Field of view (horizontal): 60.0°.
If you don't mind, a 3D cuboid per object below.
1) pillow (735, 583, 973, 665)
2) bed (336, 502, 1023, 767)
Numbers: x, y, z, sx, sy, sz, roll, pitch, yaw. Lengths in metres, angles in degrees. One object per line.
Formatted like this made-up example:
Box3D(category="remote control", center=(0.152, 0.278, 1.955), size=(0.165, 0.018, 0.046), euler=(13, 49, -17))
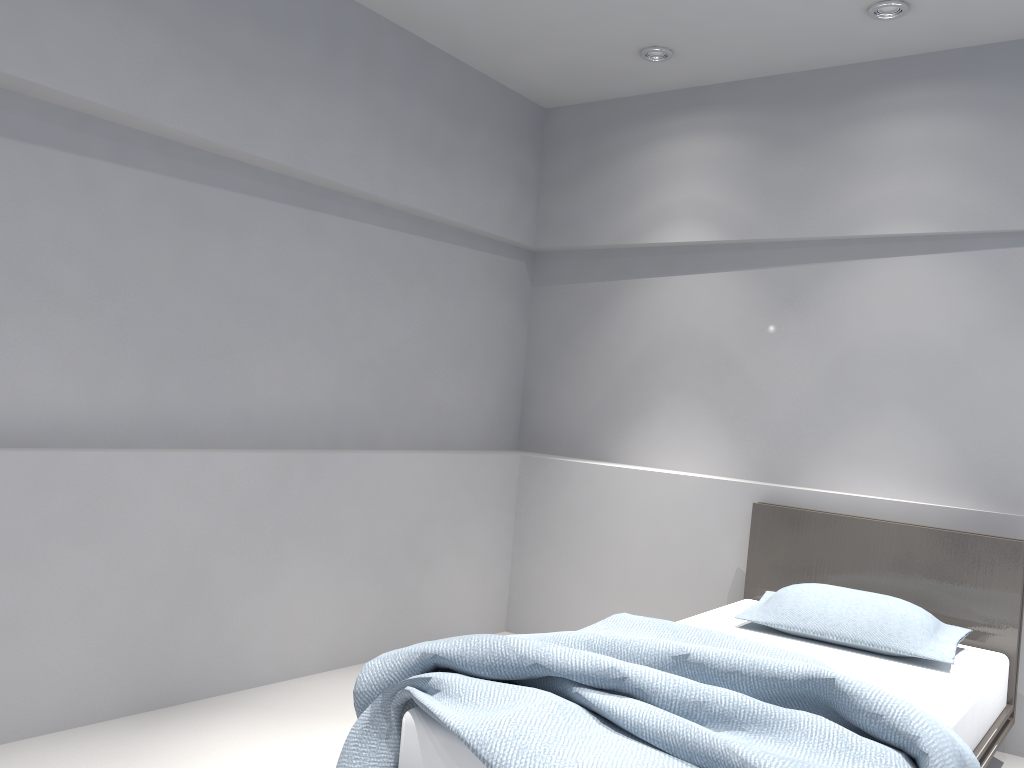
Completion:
Box3D(category="pillow", center=(1.226, 0.838, 3.199), size=(0.746, 0.173, 0.417), euler=(4, -1, 33))
Box3D(category="bed", center=(0.736, 0.846, 2.669), size=(1.411, 0.752, 2.319), euler=(4, -1, 38))
